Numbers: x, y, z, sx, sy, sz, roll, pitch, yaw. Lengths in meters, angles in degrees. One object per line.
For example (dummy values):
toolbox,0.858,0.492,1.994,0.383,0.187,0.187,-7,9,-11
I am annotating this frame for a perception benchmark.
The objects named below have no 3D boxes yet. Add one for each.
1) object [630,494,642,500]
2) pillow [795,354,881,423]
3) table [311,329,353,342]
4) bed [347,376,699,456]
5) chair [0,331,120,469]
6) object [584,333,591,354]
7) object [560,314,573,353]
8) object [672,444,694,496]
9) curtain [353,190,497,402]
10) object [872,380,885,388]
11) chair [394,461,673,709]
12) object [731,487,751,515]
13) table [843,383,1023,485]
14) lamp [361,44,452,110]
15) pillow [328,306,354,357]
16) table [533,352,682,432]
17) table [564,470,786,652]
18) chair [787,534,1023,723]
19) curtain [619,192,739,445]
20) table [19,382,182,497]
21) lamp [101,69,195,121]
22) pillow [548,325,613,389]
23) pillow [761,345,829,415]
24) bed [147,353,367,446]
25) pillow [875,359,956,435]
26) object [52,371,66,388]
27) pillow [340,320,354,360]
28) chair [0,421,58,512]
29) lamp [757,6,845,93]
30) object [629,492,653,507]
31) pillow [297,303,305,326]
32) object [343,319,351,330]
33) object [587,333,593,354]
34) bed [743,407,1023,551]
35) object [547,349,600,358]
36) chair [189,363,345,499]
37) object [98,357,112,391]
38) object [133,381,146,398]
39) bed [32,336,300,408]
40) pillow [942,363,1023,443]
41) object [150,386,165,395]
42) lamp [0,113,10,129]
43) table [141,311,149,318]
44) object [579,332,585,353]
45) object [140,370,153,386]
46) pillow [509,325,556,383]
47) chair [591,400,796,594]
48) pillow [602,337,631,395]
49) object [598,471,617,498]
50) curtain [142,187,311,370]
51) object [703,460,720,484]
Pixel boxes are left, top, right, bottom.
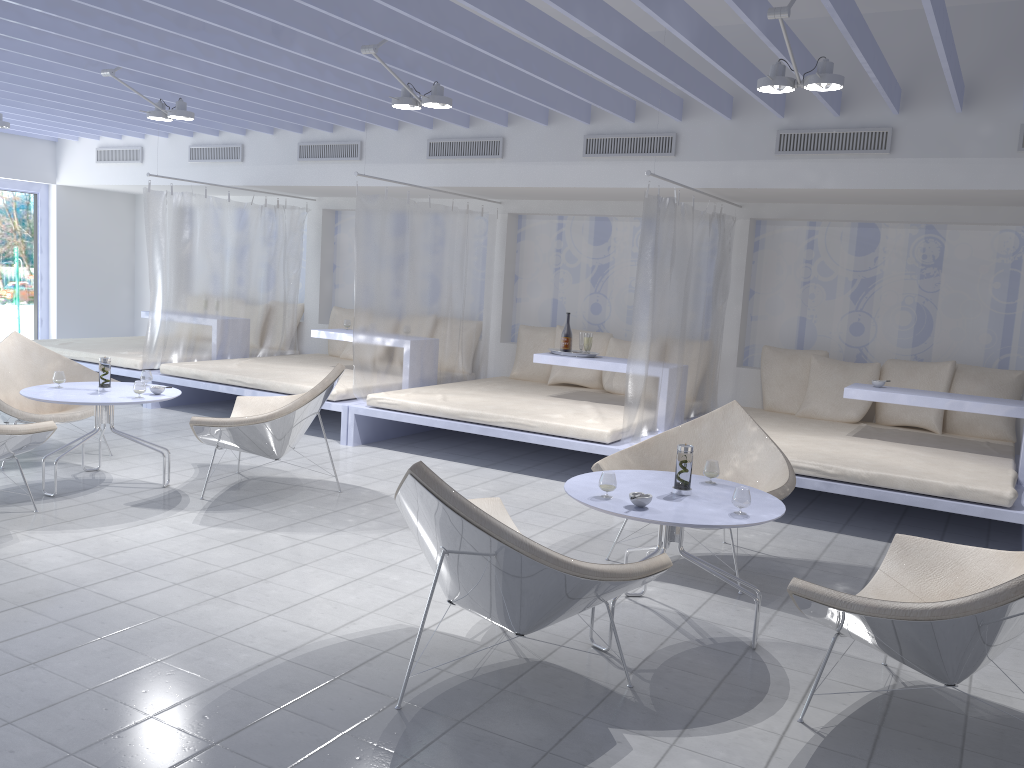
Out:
object,0.437,0.395,3.114,0.012,0.016,0.098,7,8,29
pillow,2.431,0.039,6.602,0.528,0.482,0.307,8,8,34
table,-1.194,-0.205,7.645,1.065,0.450,0.416,7,8,29
bed,0.247,0.294,6.875,2.200,0.422,2.022,7,8,29
chair,-3.048,0.066,5.683,0.753,0.759,0.906,9,9,39
object,0.556,-0.292,6.615,0.059,0.174,0.059,3,7,-3
object,0.418,-0.389,6.733,0.092,0.302,0.092,3,7,-3
object,0.653,0.326,3.375,0.075,0.185,0.075,3,7,-8
curtain,-0.664,-0.693,7.279,0.125,1.559,1.998,7,8,27
object,2.353,0.001,5.699,0.082,0.043,0.082,2,7,-10
chair,-0.054,0.590,2.888,0.753,0.759,0.906,-3,9,-43
object,0.809,0.412,3.130,0.068,0.091,0.068,6,7,19
table,2.634,0.290,5.509,1.065,0.450,0.416,7,8,29
lamp,-0.609,-1.665,4.833,0.380,0.218,0.587,7,8,29
pillow,-1.652,-0.515,8.982,0.572,0.510,0.231,7,8,28
table,0.711,0.041,6.582,1.065,0.450,0.416,7,8,29
table,0.593,0.682,3.395,0.823,0.534,0.825,4,7,6
chair,1.387,0.700,2.715,0.753,0.759,0.906,10,10,44
curtain,1.225,-0.464,6.176,0.151,1.552,2.050,7,8,29
table,-2.314,0.306,5.019,0.823,0.534,0.825,6,7,20
lamp,-2.422,-1.900,5.845,0.380,0.218,0.587,7,8,29
pillow,0.601,-0.229,7.684,0.537,0.527,0.233,5,7,9
pillow,2.180,-0.019,6.844,0.572,0.510,0.231,7,8,28
bed,-1.675,0.045,7.929,2.200,0.427,2.016,7,8,29
pillow,2.898,0.068,6.402,0.233,0.527,0.537,-2,9,-40
object,-2.568,-0.026,5.027,0.068,0.091,0.068,-2,9,-38
pillow,-1.401,-0.457,8.741,0.528,0.482,0.307,8,8,34
chair,-2.797,0.257,4.235,0.906,0.759,0.753,7,8,24
lamp,1.205,-1.431,3.821,0.380,0.218,0.587,7,8,29
object,0.455,0.413,3.142,0.082,0.043,0.082,8,8,30
pillow,-2.480,-0.622,9.444,0.572,0.510,0.231,7,8,30
object,-1.472,-0.530,7.927,0.068,0.091,0.068,-1,8,-35
object,0.582,-0.298,6.674,0.059,0.174,0.059,3,7,-3
bed,2.157,0.541,5.791,2.200,0.427,2.016,7,8,29
object,0.463,-0.232,6.705,0.429,0.031,0.275,8,8,31
chair,-1.348,0.235,5.151,0.753,0.759,0.906,3,7,-1
object,-2.300,-0.057,5.009,0.075,0.189,0.075,6,7,21
object,-2.032,0.030,4.838,0.068,0.091,0.068,-1,8,-32
bed,-3.585,-0.202,9.013,2.200,0.422,2.022,7,8,29
pillow,3.283,0.138,6.218,0.524,0.521,0.230,7,8,27
object,-1.996,0.038,4.991,0.082,0.043,0.082,3,7,-3
lamp,-4.252,-2.137,6.867,0.380,0.218,0.587,7,8,29
table,-3.118,-0.454,8.719,1.065,0.450,0.416,7,8,29
object,0.526,-0.305,6.705,0.059,0.174,0.059,3,7,-3
object,-2.179,-0.034,5.286,0.068,0.091,0.068,6,7,22
pillow,0.238,-0.256,7.917,0.524,0.521,0.230,8,8,31
chair,0.934,0.480,4.293,0.906,0.759,0.753,8,8,33
pillow,1.011,-0.145,7.394,0.528,0.482,0.307,7,8,24
object,0.351,0.369,3.251,0.068,0.091,0.068,6,7,19
curtain,-2.608,-0.960,8.315,0.151,1.552,2.050,7,8,29
object,0.808,0.356,3.594,0.068,0.091,0.068,6,7,19
